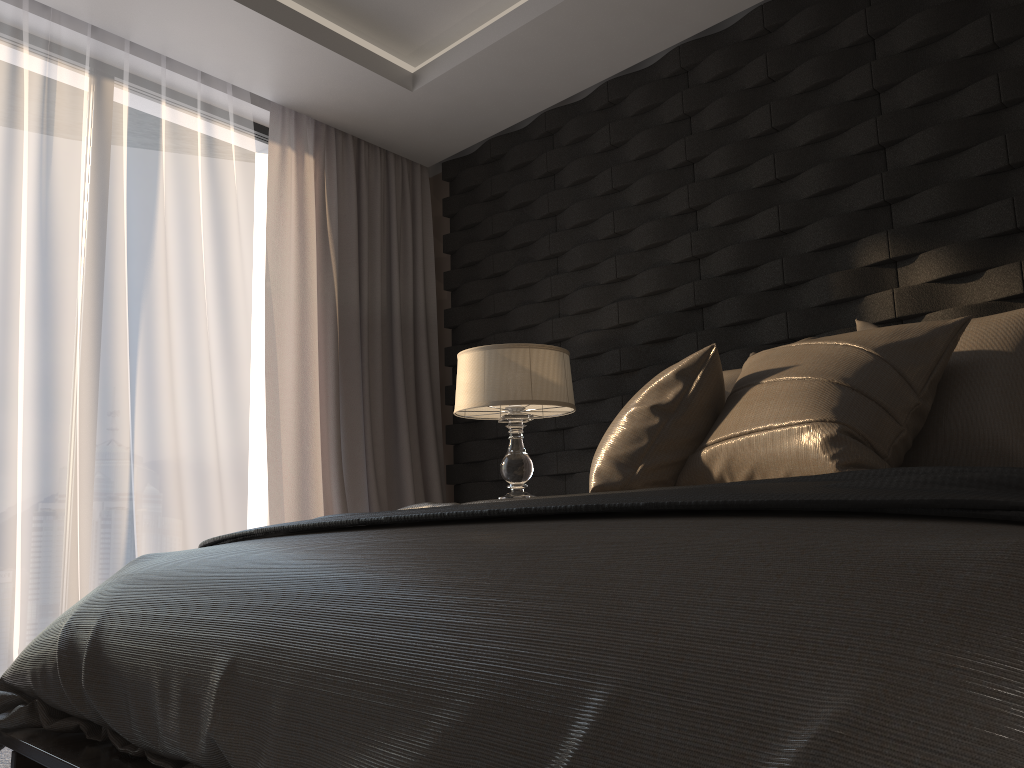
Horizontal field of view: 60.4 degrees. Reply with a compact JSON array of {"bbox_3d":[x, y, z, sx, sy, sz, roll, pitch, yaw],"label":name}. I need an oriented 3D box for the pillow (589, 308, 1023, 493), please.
[{"bbox_3d":[0.715,0.036,2.202,0.949,0.519,1.188,6,-12,-42],"label":"pillow"}]

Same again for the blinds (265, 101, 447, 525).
[{"bbox_3d":[-0.645,-0.061,4.095,0.323,2.643,1.053,-9,-12,37],"label":"blinds"}]

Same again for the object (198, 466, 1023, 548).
[{"bbox_3d":[0.108,0.335,1.499,0.653,0.322,1.939,7,-13,-44],"label":"object"}]

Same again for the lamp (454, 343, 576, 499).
[{"bbox_3d":[0.015,0.198,3.354,0.477,0.631,0.454,0,-9,-12],"label":"lamp"}]

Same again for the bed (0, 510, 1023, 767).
[{"bbox_3d":[0.458,0.548,1.800,2.420,0.625,2.165,6,-12,-43],"label":"bed"}]
